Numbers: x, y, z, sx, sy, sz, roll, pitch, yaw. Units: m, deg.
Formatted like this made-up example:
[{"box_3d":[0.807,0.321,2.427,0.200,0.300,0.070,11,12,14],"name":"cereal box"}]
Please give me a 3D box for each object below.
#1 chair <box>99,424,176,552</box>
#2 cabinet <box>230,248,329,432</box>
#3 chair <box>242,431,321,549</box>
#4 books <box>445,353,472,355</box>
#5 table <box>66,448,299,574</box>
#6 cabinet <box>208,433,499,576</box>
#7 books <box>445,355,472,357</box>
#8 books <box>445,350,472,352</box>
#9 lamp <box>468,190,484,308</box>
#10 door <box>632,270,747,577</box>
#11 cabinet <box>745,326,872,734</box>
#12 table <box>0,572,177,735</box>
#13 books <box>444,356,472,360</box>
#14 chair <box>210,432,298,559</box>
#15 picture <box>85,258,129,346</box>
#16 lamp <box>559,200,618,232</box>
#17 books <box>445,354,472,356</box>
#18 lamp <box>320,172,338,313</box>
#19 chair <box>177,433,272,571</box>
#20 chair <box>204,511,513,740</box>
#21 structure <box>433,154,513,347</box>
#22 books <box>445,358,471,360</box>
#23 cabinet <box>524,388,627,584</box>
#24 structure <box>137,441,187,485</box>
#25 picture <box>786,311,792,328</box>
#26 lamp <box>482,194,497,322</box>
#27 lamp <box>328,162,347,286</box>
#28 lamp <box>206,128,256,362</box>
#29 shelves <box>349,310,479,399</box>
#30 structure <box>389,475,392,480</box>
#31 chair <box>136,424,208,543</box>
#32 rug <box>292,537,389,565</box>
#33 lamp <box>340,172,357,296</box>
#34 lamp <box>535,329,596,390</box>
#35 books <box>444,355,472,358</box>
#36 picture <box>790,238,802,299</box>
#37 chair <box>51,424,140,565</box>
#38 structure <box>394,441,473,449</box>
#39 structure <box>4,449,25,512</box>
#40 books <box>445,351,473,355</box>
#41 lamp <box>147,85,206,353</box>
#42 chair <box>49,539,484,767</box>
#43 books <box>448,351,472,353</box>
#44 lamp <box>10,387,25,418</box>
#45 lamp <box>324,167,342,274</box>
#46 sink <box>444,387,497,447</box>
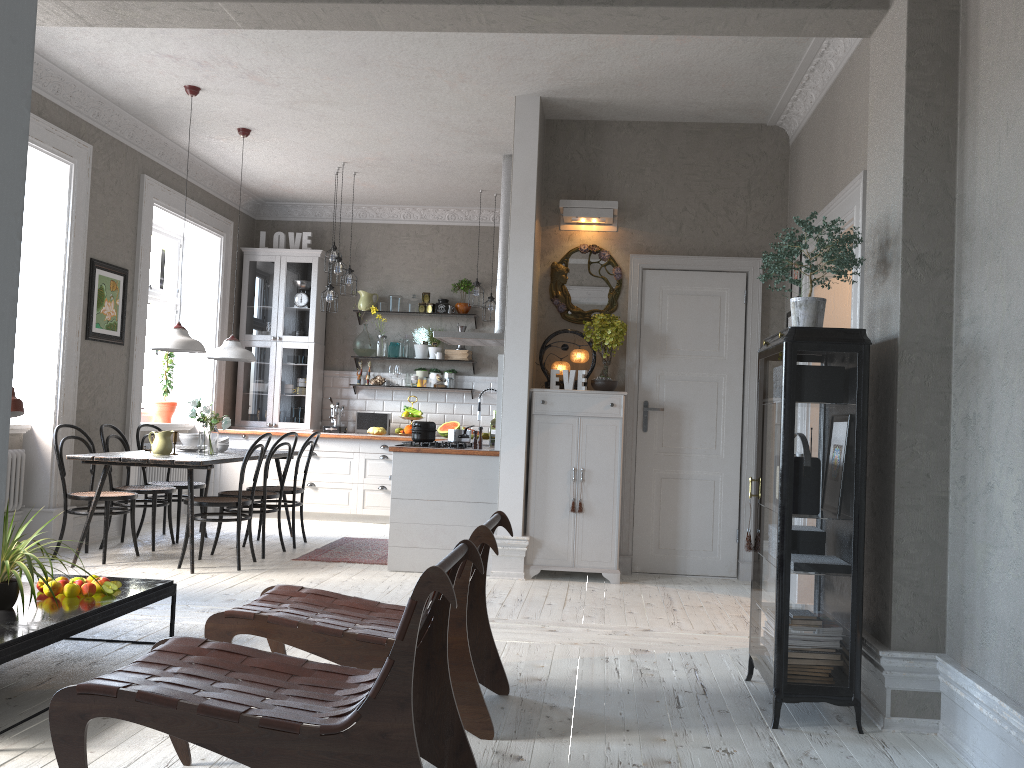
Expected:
[{"box_3d":[-2.827,0.771,6.689,0.548,0.920,0.438,2,-2,2],"name":"chair"},{"box_3d":[-2.430,-0.445,9.397,0.877,1.921,0.389,2,-2,4],"name":"cabinet"},{"box_3d":[-1.836,0.827,7.076,0.548,0.920,0.438,2,-2,2],"name":"chair"},{"box_3d":[-0.569,-0.319,9.423,0.259,0.011,0.159,2,-2,10],"name":"books"},{"box_3d":[-2.352,0.882,6.634,0.902,0.735,1.926,2,-2,6],"name":"table"},{"box_3d":[-1.027,0.921,7.935,2.030,0.854,4.107,4,-3,-39],"name":"cabinet"},{"box_3d":[-0.570,-0.298,9.422,0.259,0.011,0.159,2,-2,10],"name":"books"},{"box_3d":[-0.567,-0.352,9.425,0.259,0.011,0.159,2,-2,10],"name":"books"},{"box_3d":[-0.315,-1.618,8.664,0.144,1.735,0.150,1,-3,37],"name":"lamp"},{"box_3d":[1.278,0.272,6.368,0.749,2.183,0.080,2,-2,3],"name":"door"},{"box_3d":[1.158,0.537,3.524,0.347,1.471,0.620,2,-2,5],"name":"cabinet"},{"box_3d":[-2.005,0.990,3.360,0.846,0.303,1.314,2,-2,5],"name":"table"},{"box_3d":[-0.571,-0.276,9.422,0.258,0.016,0.159,2,-2,17],"name":"books"},{"box_3d":[-1.904,0.805,6.595,0.544,0.920,0.441,2,-2,12],"name":"chair"},{"box_3d":[-3.147,-0.628,6.902,0.020,0.619,0.523,2,-2,6],"name":"picture"},{"box_3d":[0.553,-1.213,6.390,0.414,0.171,0.220,2,-2,4],"name":"lamp"},{"box_3d":[-0.569,-0.309,9.423,0.260,0.011,0.158,2,-2,7],"name":"books"},{"box_3d":[-1.655,-1.534,8.224,0.149,1.735,0.144,4,-3,-28],"name":"lamp"},{"box_3d":[-1.955,0.783,6.062,0.548,0.920,0.438,2,-2,2],"name":"chair"},{"box_3d":[-0.525,0.833,3.266,1.014,0.721,0.509,2,-2,4],"name":"chair"},{"box_3d":[-0.219,-1.147,7.573,0.711,1.596,0.714,2,-2,5],"name":"structure"},{"box_3d":[-0.571,-0.266,9.421,0.259,0.011,0.159,2,-2,10],"name":"books"},{"box_3d":[0.442,0.696,6.169,0.664,1.297,0.385,2,-2,4],"name":"cabinet"},{"box_3d":[-3.242,0.750,8.131,0.148,0.428,1.225,2,-2,4],"name":"structure"},{"box_3d":[1.924,-0.350,6.038,0.014,0.331,0.491,2,-2,6],"name":"picture"},{"box_3d":[-0.179,-1.485,8.784,0.149,1.735,0.144,3,-3,-23],"name":"lamp"},{"box_3d":[-1.517,-1.750,7.905,0.150,1.735,0.143,4,-3,-38],"name":"lamp"},{"box_3d":[-2.187,-1.114,7.062,0.376,1.859,0.382,2,-2,12],"name":"lamp"},{"box_3d":[-1.039,-0.294,9.444,1.313,0.923,0.229,2,-2,4],"name":"shelves"},{"box_3d":[-0.535,0.804,6.453,0.616,0.623,0.624,2,-2,5],"name":"structure"},{"box_3d":[-2.759,0.793,7.174,0.543,0.920,0.443,2,-2,17],"name":"chair"},{"box_3d":[-1.158,1.301,6.963,0.734,0.014,1.293,2,-2,6],"name":"rug"},{"box_3d":[-1.475,-1.685,8.216,0.148,1.735,0.146,3,-2,-8],"name":"lamp"},{"box_3d":[0.391,-0.113,6.304,0.446,0.558,0.173,2,-2,12],"name":"lamp"},{"box_3d":[-0.570,-0.287,9.422,0.258,0.016,0.159,2,-2,13],"name":"books"},{"box_3d":[1.941,-0.764,6.052,0.012,0.416,0.283,2,-2,6],"name":"picture"},{"box_3d":[-2.880,0.748,6.135,0.544,0.920,0.441,2,-2,12],"name":"chair"},{"box_3d":[-0.545,0.440,6.474,0.495,0.031,0.607,2,-2,5],"name":"structure"},{"box_3d":[-3.504,0.641,5.604,0.148,0.428,1.225,2,-2,4],"name":"structure"},{"box_3d":[-0.568,-0.330,9.424,0.258,0.016,0.159,2,-2,17],"name":"books"},{"box_3d":[-2.280,-1.152,6.171,0.371,1.859,0.387,0,-3,42],"name":"lamp"},{"box_3d":[-0.614,0.796,2.411,1.014,0.721,0.509,2,-2,4],"name":"chair"},{"box_3d":[-0.568,-0.341,9.424,0.258,0.016,0.159,2,-2,13],"name":"books"},{"box_3d":[-2.199,0.428,3.760,0.246,0.839,0.141,0,-3,40],"name":"lamp"},{"box_3d":[-1.591,-1.877,8.075,0.148,1.735,0.146,3,-2,-8],"name":"lamp"},{"box_3d":[-0.333,0.381,7.113,0.526,0.720,0.487,2,-2,5],"name":"sink"}]
